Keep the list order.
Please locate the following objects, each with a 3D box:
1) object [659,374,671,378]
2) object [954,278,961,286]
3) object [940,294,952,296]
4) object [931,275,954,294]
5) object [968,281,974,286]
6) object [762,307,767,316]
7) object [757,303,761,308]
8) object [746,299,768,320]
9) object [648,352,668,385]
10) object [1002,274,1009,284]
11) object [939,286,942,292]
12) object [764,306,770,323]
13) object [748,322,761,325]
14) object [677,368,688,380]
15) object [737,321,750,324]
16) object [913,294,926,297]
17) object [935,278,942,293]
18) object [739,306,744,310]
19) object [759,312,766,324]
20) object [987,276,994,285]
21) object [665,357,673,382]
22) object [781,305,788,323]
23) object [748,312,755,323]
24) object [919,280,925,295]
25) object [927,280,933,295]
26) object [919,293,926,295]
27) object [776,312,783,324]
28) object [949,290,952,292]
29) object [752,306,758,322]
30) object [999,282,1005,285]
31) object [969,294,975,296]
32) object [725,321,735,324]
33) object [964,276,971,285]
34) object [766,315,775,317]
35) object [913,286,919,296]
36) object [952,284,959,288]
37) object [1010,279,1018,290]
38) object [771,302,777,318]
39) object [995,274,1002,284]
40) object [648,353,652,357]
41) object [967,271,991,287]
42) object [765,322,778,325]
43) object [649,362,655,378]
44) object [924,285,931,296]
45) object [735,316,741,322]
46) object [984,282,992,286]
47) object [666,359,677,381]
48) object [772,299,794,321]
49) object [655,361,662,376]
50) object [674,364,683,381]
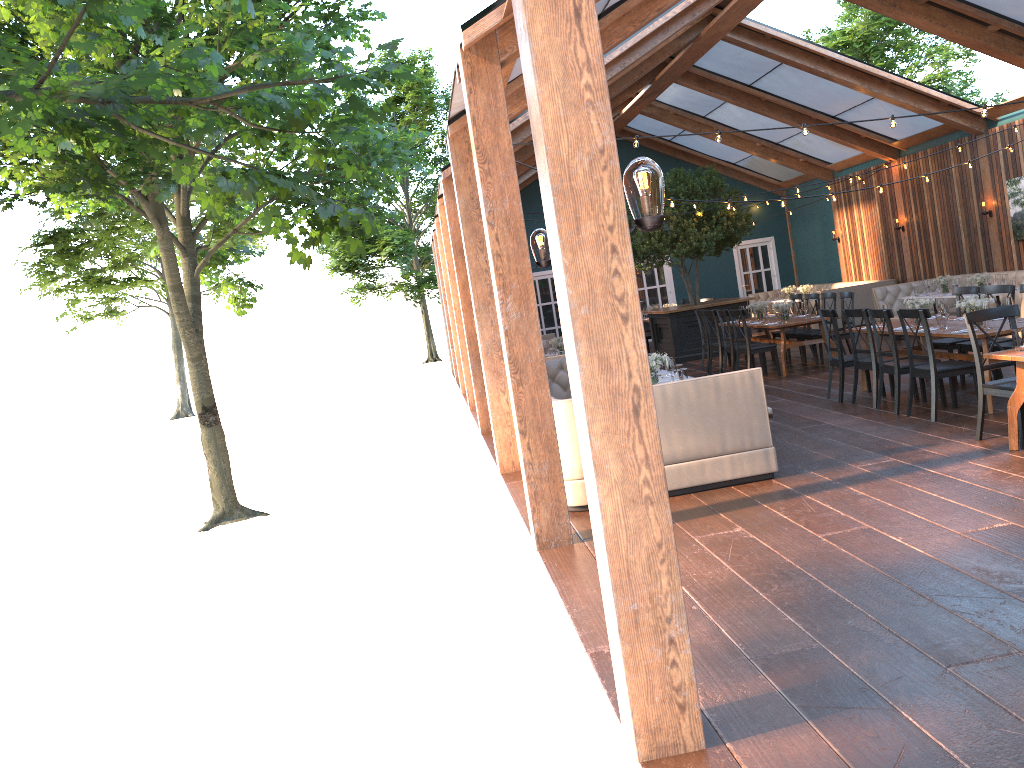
[{"bbox_3d":[1.533,-0.083,8.739,0.255,0.019,0.158,-9,6,-5],"label":"object"},{"bbox_3d":[6.957,-1.526,13.798,0.092,0.244,0.093,-7,3,43],"label":"object"},{"bbox_3d":[6.830,-1.401,13.882,0.255,0.019,0.158,-9,6,-5],"label":"object"},{"bbox_3d":[7.017,-1.626,14.381,0.336,0.309,0.330,-8,4,7],"label":"object"},{"bbox_3d":[7.270,-1.552,14.016,0.092,0.158,0.092,-10,3,-19],"label":"object"},{"bbox_3d":[4.164,-1.187,14.560,0.091,0.158,0.092,-8,3,21],"label":"object"},{"bbox_3d":[4.030,-1.203,14.484,0.092,0.244,0.092,-10,2,-25],"label":"object"},{"bbox_3d":[3.922,-1.181,14.090,0.337,0.309,0.329,-9,4,-10],"label":"object"},{"bbox_3d":[1.314,-0.154,8.307,0.331,0.309,0.335,-11,4,-31],"label":"object"},{"bbox_3d":[7.233,-1.487,12.961,0.092,0.244,0.093,-7,3,43],"label":"object"},{"bbox_3d":[7.189,-1.618,14.813,0.092,0.158,0.092,-10,3,-19],"label":"object"},{"bbox_3d":[3.809,-1.044,13.207,0.092,0.244,0.092,-9,2,-2],"label":"object"},{"bbox_3d":[3.690,-0.919,13.284,0.255,0.019,0.158,-9,6,-5],"label":"object"},{"bbox_3d":[1.501,-0.052,7.756,0.092,0.158,0.092,-10,3,-19],"label":"object"},{"bbox_3d":[3.650,-0.963,13.794,0.255,0.019,0.158,-9,6,-5],"label":"object"},{"bbox_3d":[6.759,-1.466,14.652,0.255,0.019,0.158,-9,6,-5],"label":"object"},{"bbox_3d":[7.103,-1.641,14.738,0.092,0.244,0.093,-7,3,43],"label":"object"},{"bbox_3d":[3.721,-1.137,14.299,0.092,0.244,0.093,-7,3,43],"label":"object"},{"bbox_3d":[3.718,-0.976,13.104,0.091,0.158,0.092,-8,3,21],"label":"object"},{"bbox_3d":[7.041,-1.461,13.006,0.092,0.244,0.092,-9,2,-2],"label":"object"},{"bbox_3d":[1.448,-0.118,8.069,0.092,0.244,0.093,-7,3,37],"label":"object"},{"bbox_3d":[3.893,-0.999,12.622,0.092,0.244,0.092,-9,2,-2],"label":"object"},{"bbox_3d":[3.691,-1.023,13.623,0.092,0.158,0.092,-9,3,1],"label":"object"},{"bbox_3d":[6.875,-1.613,14.810,0.092,0.244,0.093,-7,3,43],"label":"object"},{"bbox_3d":[6.887,-1.591,14.568,0.092,0.244,0.093,-7,3,43],"label":"object"},{"bbox_3d":[6.970,-1.528,14.959,0.157,0.019,0.256,-9,6,-5],"label":"object"},{"bbox_3d":[3.791,-0.930,12.524,0.091,0.158,0.092,-7,3,31],"label":"object"},{"bbox_3d":[7.264,-1.544,14.661,0.255,0.019,0.158,-9,6,-5],"label":"object"},{"bbox_3d":[3.773,-1.087,13.708,0.092,0.244,0.092,-9,2,-8],"label":"object"},{"bbox_3d":[7.346,-1.491,13.270,0.092,0.158,0.092,-10,3,-19],"label":"object"},{"bbox_3d":[6.914,-1.336,13.090,0.255,0.019,0.158,-9,6,-5],"label":"object"},{"bbox_3d":[3.570,-1.009,14.393,0.255,0.019,0.158,-9,6,-5],"label":"object"},{"bbox_3d":[7.184,-1.575,13.941,0.092,0.244,0.093,-7,3,43],"label":"object"},{"bbox_3d":[4.216,-1.109,14.397,0.255,0.019,0.158,-9,6,-5],"label":"object"},{"bbox_3d":[6.808,-1.568,14.892,0.092,0.158,0.092,-10,3,-19],"label":"object"},{"bbox_3d":[6.884,-1.465,13.726,0.092,0.158,0.092,-10,3,-19],"label":"object"},{"bbox_3d":[7.313,-1.448,12.881,0.091,0.158,0.092,-7,3,31],"label":"object"},{"bbox_3d":[4.126,-1.158,13.890,0.092,0.244,0.092,-9,2,-8],"label":"object"},{"bbox_3d":[7.260,-1.514,13.195,0.092,0.244,0.093,-7,3,43],"label":"object"},{"bbox_3d":[1.372,-0.180,8.816,0.092,0.244,0.093,-7,3,37],"label":"object"},{"bbox_3d":[7.115,-1.547,13.426,0.335,0.309,0.331,-8,4,11],"label":"object"},{"bbox_3d":[3.747,-0.871,12.704,0.255,0.019,0.158,-9,6,-5],"label":"object"},{"bbox_3d":[1.229,-0.066,7.881,0.092,0.244,0.093,-7,3,37],"label":"object"},{"bbox_3d":[6.813,-1.529,14.496,0.092,0.158,0.092,-10,3,-19],"label":"object"},{"bbox_3d":[3.629,-1.071,14.210,0.091,0.158,0.092,-8,3,11],"label":"object"},{"bbox_3d":[6.968,-1.400,12.934,0.092,0.158,0.092,-10,3,-19],"label":"object"},{"bbox_3d":[1.421,-0.091,7.836,0.092,0.244,0.093,-7,3,37],"label":"object"},{"bbox_3d":[4.000,-1.090,13.044,0.328,0.309,0.338,-6,4,32],"label":"object"},{"bbox_3d":[1.458,-0.157,8.891,0.092,0.158,0.092,-10,3,-19],"label":"object"},{"bbox_3d":[1.534,-0.096,8.144,0.092,0.158,0.092,-10,3,-19],"label":"object"}]
